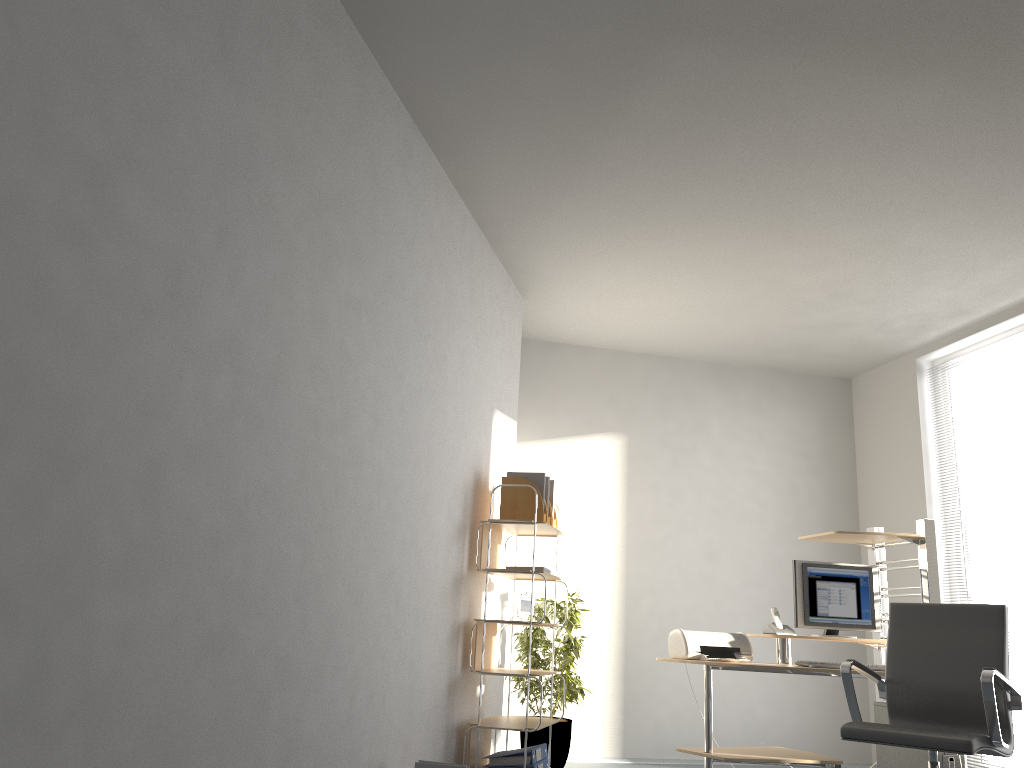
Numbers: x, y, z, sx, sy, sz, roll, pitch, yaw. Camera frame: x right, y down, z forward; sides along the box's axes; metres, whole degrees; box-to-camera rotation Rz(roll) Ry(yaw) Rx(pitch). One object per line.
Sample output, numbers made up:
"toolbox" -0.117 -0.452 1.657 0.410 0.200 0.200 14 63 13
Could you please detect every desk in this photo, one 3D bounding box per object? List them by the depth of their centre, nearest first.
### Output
"desk" 1.633 1.458 4.734 1.469 1.566 0.967 6 -16 -12

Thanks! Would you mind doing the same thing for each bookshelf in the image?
"bookshelf" 0.046 1.361 4.683 0.381 1.572 0.724 -1 -16 15

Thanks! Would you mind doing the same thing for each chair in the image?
"chair" 1.701 1.409 3.589 0.584 1.048 0.652 -11 -21 41

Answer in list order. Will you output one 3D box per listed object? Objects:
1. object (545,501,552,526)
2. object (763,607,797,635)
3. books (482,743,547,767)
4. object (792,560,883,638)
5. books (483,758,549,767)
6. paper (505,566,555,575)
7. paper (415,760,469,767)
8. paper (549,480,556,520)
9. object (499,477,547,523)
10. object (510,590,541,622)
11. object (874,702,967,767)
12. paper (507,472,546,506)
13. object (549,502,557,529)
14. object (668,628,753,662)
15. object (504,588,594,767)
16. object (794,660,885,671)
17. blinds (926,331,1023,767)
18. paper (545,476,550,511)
"object" 0.094 0.678 4.935 0.243 0.259 0.113 -1 -16 15
"object" 1.503 1.334 4.997 0.150 0.151 0.119 11 -17 -25
"books" 0.018 1.890 4.520 0.263 0.100 0.320 -1 -16 15
"object" 1.864 1.252 5.131 0.516 0.418 0.245 2 -16 2
"books" 0.025 1.943 4.503 0.262 0.072 0.320 -1 -16 15
"paper" 0.101 1.034 4.868 0.213 0.046 0.297 -1 -16 14
"paper" -0.286 1.640 3.449 0.220 0.306 0.068 -1 -16 14
"paper" 0.136 0.699 5.073 0.213 0.297 0.045 -2 -16 18
"object" 0.067 0.644 4.819 0.243 0.259 0.113 0 -16 12
"object" 0.075 1.184 4.719 0.077 0.161 0.192 -7 -19 32
"object" 2.140 1.912 4.652 0.199 0.422 0.471 6 -16 -12
"paper" 0.070 0.631 4.844 0.213 0.297 0.045 0 -16 12
"object" 0.130 0.712 5.049 0.243 0.259 0.113 -2 -16 18
"object" 1.134 1.439 4.874 0.438 0.162 0.351 9 -17 -20
"object" 0.259 1.886 5.709 0.544 1.147 0.644 -2 -16 16
"object" 1.694 1.553 4.831 0.478 0.082 0.814 4 -16 -5
"blinds" 3.219 0.970 5.258 0.037 2.749 1.950 6 -16 -12
"paper" 0.099 0.665 4.959 0.213 0.297 0.045 -1 -16 15
